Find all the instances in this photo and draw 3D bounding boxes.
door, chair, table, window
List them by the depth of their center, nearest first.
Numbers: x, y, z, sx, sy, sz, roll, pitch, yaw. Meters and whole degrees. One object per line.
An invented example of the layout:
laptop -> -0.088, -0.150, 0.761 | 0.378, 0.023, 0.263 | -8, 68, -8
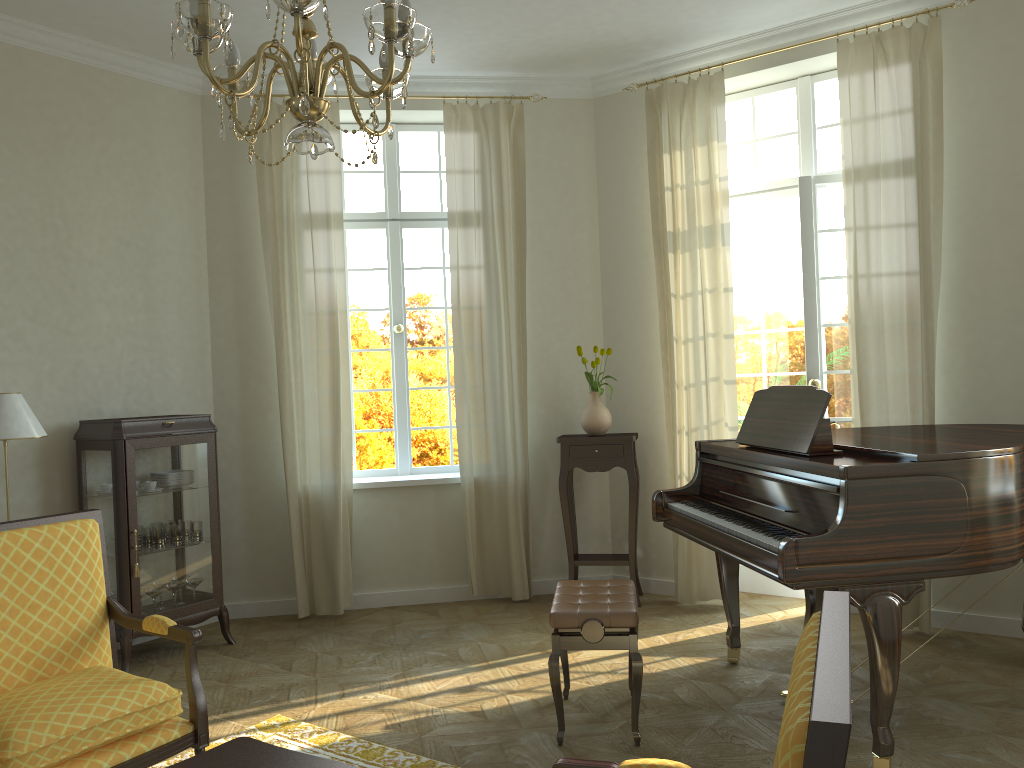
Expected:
chair -> 0.228, 0.950, 1.480 | 0.671, 1.083, 0.730 | -2, 0, 21
table -> -0.691, 1.285, 2.013 | 0.922, 0.494, 0.932 | -2, 0, 38
chair -> -1.681, 1.023, 2.649 | 0.680, 1.083, 1.389 | -2, 0, 36
chair -> 0.373, 1.200, 3.900 | 0.385, 0.563, 0.638 | -2, 0, 6
door -> 1.873, 0.067, 5.596 | 1.385, 2.690, 0.425 | -2, 0, 37
window -> 1.911, -1.642, 5.740 | 1.380, 0.680, 0.055 | -2, 0, 36
table -> 0.602, 0.902, 5.983 | 0.522, 1.114, 0.344 | -2, 0, 11
window -> -0.826, -0.606, 6.382 | 1.400, 2.550, 0.181 | -2, 0, -9

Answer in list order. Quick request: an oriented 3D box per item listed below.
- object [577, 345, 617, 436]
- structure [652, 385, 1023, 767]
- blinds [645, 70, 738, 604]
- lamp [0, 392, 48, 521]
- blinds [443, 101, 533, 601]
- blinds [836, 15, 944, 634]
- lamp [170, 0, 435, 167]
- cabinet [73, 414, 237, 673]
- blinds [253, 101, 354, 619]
object -> 0.563, 0.042, 5.978 | 0.264, 0.609, 0.242 | -2, 0, -29
structure -> 1.760, 0.704, 4.007 | 1.856, 1.439, 1.514 | -2, 0, -9
blinds -> 1.189, -0.270, 5.742 | 0.552, 3.386, 0.159 | -2, 0, 33
lamp -> -2.503, 0.820, 4.421 | 0.381, 1.552, 0.380 | -2, 0, 41
blinds -> -0.128, -0.219, 6.046 | 0.552, 3.381, 0.159 | -2, 0, -6
blinds -> 2.163, -0.310, 4.968 | 0.554, 3.386, 0.162 | -2, 0, 31
lamp -> -0.564, -1.344, 2.338 | 0.661, 1.466, 0.662 | -2, 0, 6
cabinet -> -2.099, 0.887, 5.178 | 0.542, 1.386, 0.733 | -2, 0, 36
blinds -> -1.348, -0.170, 5.806 | 0.554, 3.385, 0.162 | -2, 0, -4
